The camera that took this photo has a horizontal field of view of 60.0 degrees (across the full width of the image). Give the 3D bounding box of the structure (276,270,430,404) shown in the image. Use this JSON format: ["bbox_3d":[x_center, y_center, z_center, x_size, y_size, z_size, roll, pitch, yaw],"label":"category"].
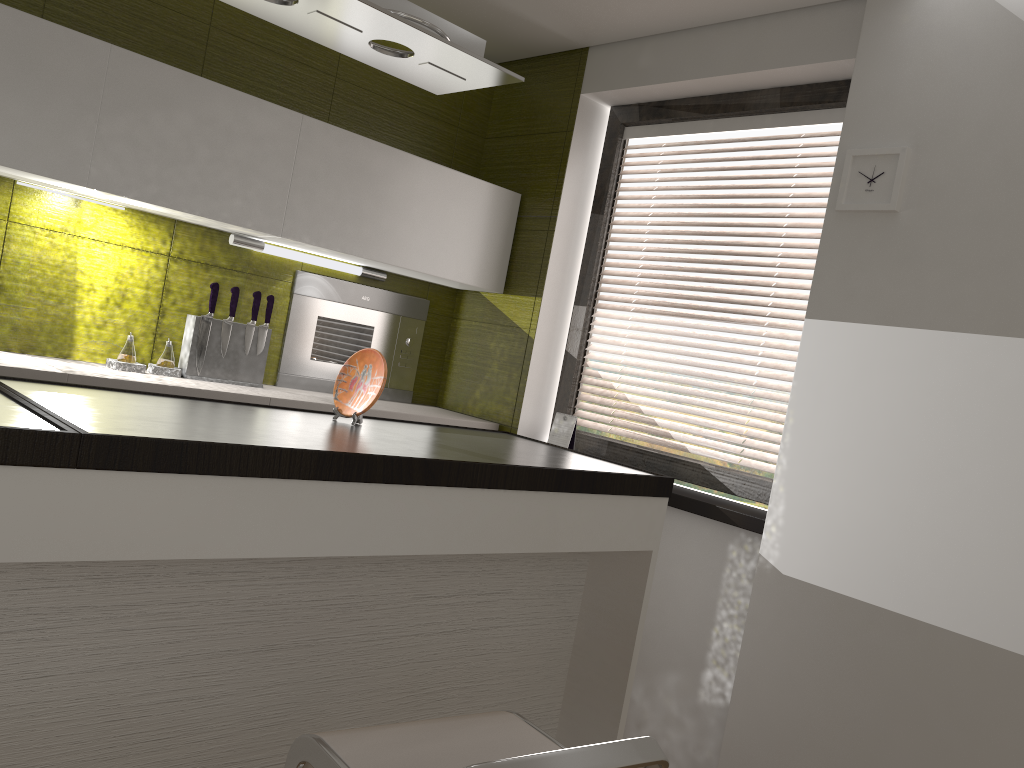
[{"bbox_3d":[-0.649,-0.178,3.726,0.663,0.469,0.015,9,2,-43],"label":"structure"}]

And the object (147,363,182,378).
[{"bbox_3d":[-1.216,-0.046,3.105,0.107,0.032,0.107,10,2,-31],"label":"object"}]

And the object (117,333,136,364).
[{"bbox_3d":[-1.298,-0.114,3.000,0.059,0.121,0.059,11,2,3],"label":"object"}]

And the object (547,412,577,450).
[{"bbox_3d":[0.200,0.204,3.503,0.106,0.169,0.057,12,2,41],"label":"object"}]

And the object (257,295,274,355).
[{"bbox_3d":[-0.917,-0.218,3.283,0.040,0.231,0.013,9,2,-43],"label":"object"}]

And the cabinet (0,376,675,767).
[{"bbox_3d":[-0.964,0.583,1.568,2.947,1.134,0.663,9,2,-43],"label":"cabinet"}]

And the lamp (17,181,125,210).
[{"bbox_3d":[-1.447,-0.618,2.923,0.334,0.008,0.008,9,2,-43],"label":"lamp"}]

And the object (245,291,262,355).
[{"bbox_3d":[-0.954,-0.222,3.248,0.036,0.243,0.013,9,2,-43],"label":"object"}]

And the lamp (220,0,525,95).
[{"bbox_3d":[-0.624,-1.142,1.556,1.677,0.683,0.326,9,2,-43],"label":"lamp"}]

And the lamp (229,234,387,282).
[{"bbox_3d":[-0.783,-0.490,3.495,0.716,0.041,0.095,9,2,-43],"label":"lamp"}]

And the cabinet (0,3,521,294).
[{"bbox_3d":[-1.551,-0.045,2.800,3.471,2.089,0.724,9,2,-43],"label":"cabinet"}]

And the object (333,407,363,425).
[{"bbox_3d":[-0.387,0.033,2.218,0.088,0.131,0.072,12,2,42],"label":"object"}]

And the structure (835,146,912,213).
[{"bbox_3d":[1.035,-0.584,2.545,0.026,0.180,0.180,9,2,-43],"label":"structure"}]

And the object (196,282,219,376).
[{"bbox_3d":[-1.084,-0.195,3.135,0.046,0.339,0.013,9,2,-43],"label":"object"}]

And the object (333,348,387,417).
[{"bbox_3d":[-0.380,-0.004,2.218,0.184,0.178,0.055,12,2,43],"label":"object"}]

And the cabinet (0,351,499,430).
[{"bbox_3d":[-1.369,0.497,2.904,2.940,1.086,0.465,9,2,-43],"label":"cabinet"}]

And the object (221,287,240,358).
[{"bbox_3d":[-1.020,-0.222,3.188,0.042,0.264,0.013,9,2,-43],"label":"object"}]

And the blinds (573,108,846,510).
[{"bbox_3d":[1.378,-2.907,7.384,16.000,12.704,9.030,10,2,-3],"label":"blinds"}]

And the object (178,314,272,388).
[{"bbox_3d":[-1.047,-0.116,3.239,0.293,0.227,0.107,9,2,-43],"label":"object"}]

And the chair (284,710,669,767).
[{"bbox_3d":[-0.120,0.886,1.364,0.418,0.857,0.460,9,2,-38],"label":"chair"}]

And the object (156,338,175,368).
[{"bbox_3d":[-1.206,-0.100,3.103,0.059,0.121,0.059,11,2,14],"label":"object"}]

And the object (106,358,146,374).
[{"bbox_3d":[-1.308,-0.060,3.002,0.107,0.032,0.107,9,2,-42],"label":"object"}]
